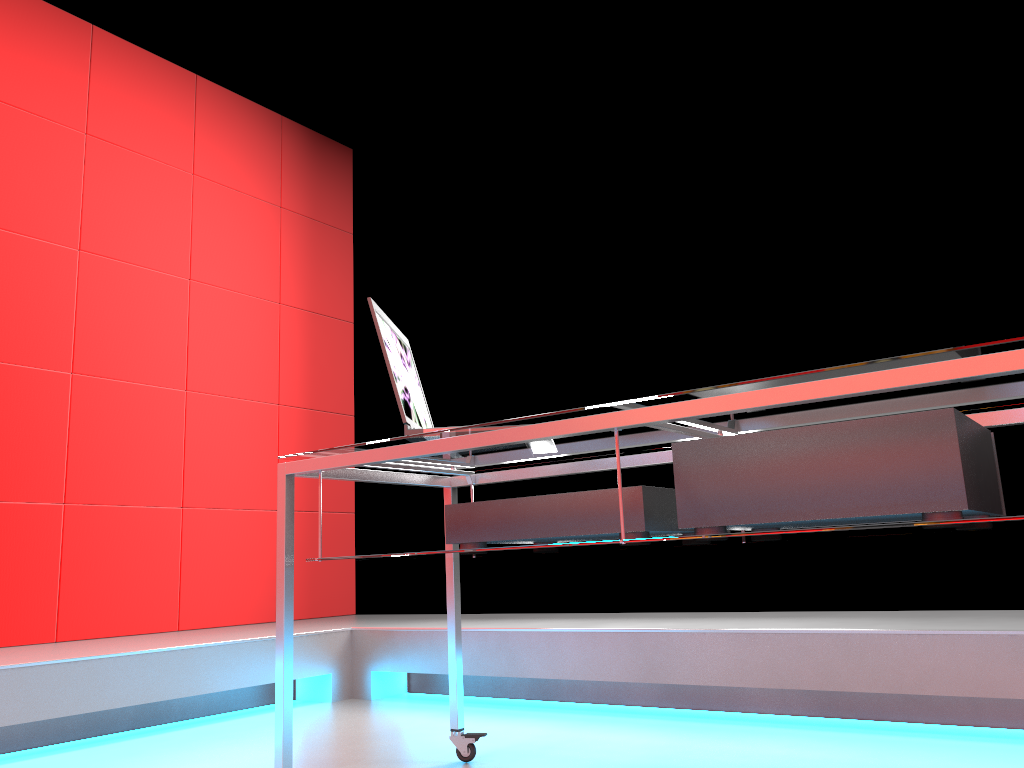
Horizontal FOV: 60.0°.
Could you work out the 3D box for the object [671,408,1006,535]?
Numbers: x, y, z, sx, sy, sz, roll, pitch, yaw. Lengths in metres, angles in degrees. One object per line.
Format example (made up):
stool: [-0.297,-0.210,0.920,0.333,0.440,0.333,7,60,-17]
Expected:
object: [0.551,0.168,1.486,0.431,0.158,0.371,-11,-14,35]

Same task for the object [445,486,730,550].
object: [0.152,0.275,1.757,0.435,0.092,0.365,-11,-14,35]

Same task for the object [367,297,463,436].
object: [-0.091,-0.007,1.855,0.340,0.285,0.342,-4,-12,5]

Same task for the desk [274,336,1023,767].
desk: [0.342,0.402,1.517,1.617,0.690,0.594,-11,-14,35]
